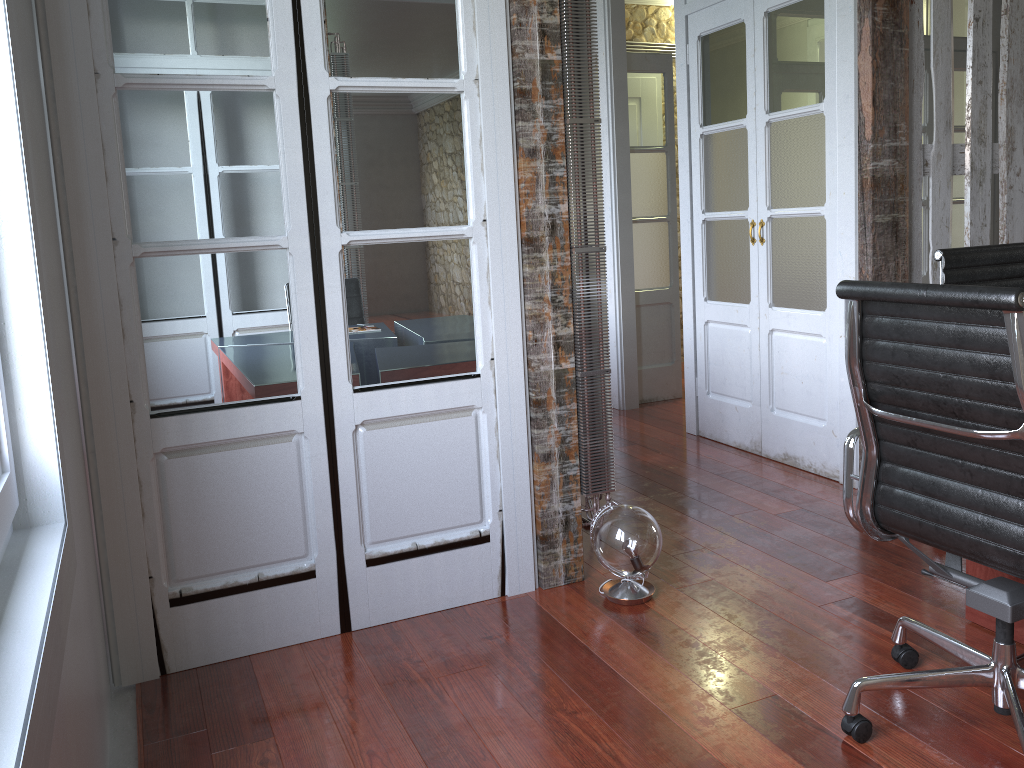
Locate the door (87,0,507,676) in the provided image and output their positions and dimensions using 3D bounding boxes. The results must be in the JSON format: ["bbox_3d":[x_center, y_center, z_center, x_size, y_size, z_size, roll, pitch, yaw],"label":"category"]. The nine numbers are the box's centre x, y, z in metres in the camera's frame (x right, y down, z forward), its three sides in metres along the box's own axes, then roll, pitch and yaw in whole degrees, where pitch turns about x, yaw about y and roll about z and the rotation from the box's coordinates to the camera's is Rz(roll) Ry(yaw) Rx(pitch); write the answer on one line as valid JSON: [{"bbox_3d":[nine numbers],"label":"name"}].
[{"bbox_3d":[-0.557,-0.336,2.516,1.163,2.166,0.041,-6,8,-23],"label":"door"}]

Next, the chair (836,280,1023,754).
[{"bbox_3d":[1.073,0.270,1.926,0.700,1.016,0.669,-6,9,-19],"label":"chair"}]

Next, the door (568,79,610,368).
[{"bbox_3d":[0.767,-1.208,6.777,0.870,2.203,0.146,-6,8,-23],"label":"door"}]

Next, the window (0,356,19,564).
[{"bbox_3d":[-0.639,-0.609,0.795,0.127,1.971,1.536,-6,9,-23],"label":"window"}]

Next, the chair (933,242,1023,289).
[{"bbox_3d":[1.724,0.074,2.818,0.667,1.016,0.702,-7,9,-28],"label":"chair"}]

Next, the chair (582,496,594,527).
[{"bbox_3d":[-0.003,0.101,3.468,0.476,0.913,0.605,-6,9,-23],"label":"chair"}]

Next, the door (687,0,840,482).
[{"bbox_3d":[1.168,-0.726,4.159,0.041,2.164,1.063,-6,8,-23],"label":"door"}]

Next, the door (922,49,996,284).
[{"bbox_3d":[2.588,-0.982,5.437,1.079,2.071,0.041,-6,8,-23],"label":"door"}]

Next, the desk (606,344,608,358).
[{"bbox_3d":[-0.583,0.117,4.258,1.449,0.649,1.722,-7,11,-23],"label":"desk"}]

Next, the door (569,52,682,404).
[{"bbox_3d":[0.465,-0.995,5.860,1.189,2.167,0.484,4,10,41],"label":"door"}]

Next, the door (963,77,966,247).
[{"bbox_3d":[3.871,-1.317,6.913,1.079,2.071,0.041,-6,8,-23],"label":"door"}]

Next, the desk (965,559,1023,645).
[{"bbox_3d":[2.323,0.296,2.212,2.513,0.722,1.308,-7,10,-23],"label":"desk"}]

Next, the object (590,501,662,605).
[{"bbox_3d":[0.357,0.557,2.779,0.235,0.380,0.221,5,11,44],"label":"object"}]
